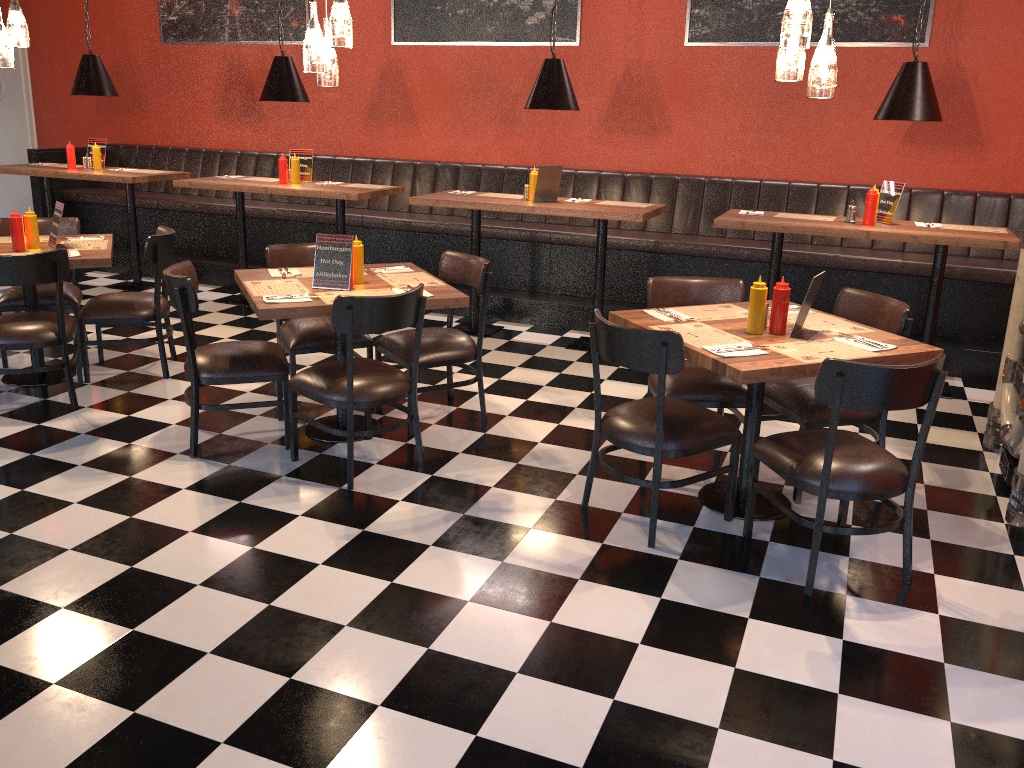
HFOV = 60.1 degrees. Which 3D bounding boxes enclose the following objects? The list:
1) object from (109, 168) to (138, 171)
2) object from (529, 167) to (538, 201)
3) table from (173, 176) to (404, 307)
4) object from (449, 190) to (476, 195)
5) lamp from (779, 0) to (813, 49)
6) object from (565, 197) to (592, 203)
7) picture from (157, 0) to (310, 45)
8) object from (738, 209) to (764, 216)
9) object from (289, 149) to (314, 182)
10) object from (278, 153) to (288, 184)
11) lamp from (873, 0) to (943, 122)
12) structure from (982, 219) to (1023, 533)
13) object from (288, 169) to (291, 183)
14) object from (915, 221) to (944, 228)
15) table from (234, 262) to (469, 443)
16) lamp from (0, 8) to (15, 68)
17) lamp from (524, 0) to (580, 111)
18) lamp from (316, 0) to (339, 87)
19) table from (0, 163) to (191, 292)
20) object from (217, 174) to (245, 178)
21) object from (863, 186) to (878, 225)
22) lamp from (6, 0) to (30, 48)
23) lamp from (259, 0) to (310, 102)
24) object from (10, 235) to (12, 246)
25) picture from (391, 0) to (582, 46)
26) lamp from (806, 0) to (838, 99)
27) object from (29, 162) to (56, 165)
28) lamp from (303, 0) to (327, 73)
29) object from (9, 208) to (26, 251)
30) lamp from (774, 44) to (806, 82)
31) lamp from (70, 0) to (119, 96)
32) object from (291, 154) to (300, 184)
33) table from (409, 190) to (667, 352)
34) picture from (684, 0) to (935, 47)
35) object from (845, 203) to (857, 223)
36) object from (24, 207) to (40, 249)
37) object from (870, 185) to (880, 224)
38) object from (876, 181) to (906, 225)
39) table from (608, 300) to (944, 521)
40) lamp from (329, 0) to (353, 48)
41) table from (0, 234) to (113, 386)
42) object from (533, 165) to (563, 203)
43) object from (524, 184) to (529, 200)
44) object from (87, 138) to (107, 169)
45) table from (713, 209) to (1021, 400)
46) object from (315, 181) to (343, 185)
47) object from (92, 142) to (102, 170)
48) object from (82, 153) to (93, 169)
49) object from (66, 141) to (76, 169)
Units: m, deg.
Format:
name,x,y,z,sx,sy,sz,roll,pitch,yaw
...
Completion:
name,x,y,z,sx,sy,sz,roll,pitch,yaw
object,-3.430,-1.888,7.786,0.158,0.019,0.257,7,18,17
object,0.155,-1.407,6.228,0.068,0.235,0.068,5,16,10
table,-1.784,-1.112,7.148,1.695,0.988,0.702,8,17,21
object,-0.382,-1.442,6.654,0.158,0.019,0.257,7,18,17
lamp,1.064,-2.169,2.997,0.109,1.943,0.109,-9,19,-35
object,0.471,-1.315,6.328,0.158,0.019,0.257,7,18,17
picture,-2.693,-3.740,8.471,1.773,0.929,0.023,8,17,21
object,1.584,-1.137,5.865,0.158,0.019,0.257,7,18,17
object,-1.706,-1.765,7.162,0.188,0.254,0.073,2,15,1
object,-1.795,-1.691,6.952,0.068,0.235,0.068,15,20,40
lamp,2.379,-2.539,4.999,0.382,2.021,0.385,-6,17,-26
structure,2.538,-0.357,3.893,0.501,1.748,1.307,8,17,21
object,-1.784,-1.671,7.058,0.094,0.134,0.047,5,16,11
object,2.584,-0.986,5.480,0.158,0.019,0.257,7,18,17
table,-0.839,-0.135,4.501,0.961,0.765,0.966,-5,18,-22
lamp,-2.716,-2.645,4.530,0.108,1.943,0.109,-6,17,-25
lamp,0.303,-2.851,5.798,0.382,2.021,0.385,-6,17,-26
lamp,-0.844,-2.344,3.942,0.109,1.943,0.109,12,18,32
table,-3.748,-1.407,7.903,1.695,0.988,0.702,8,17,21
object,-2.371,-1.737,7.406,0.158,0.019,0.257,7,18,17
object,2.196,-1.094,5.423,0.068,0.235,0.068,6,16,14
lamp,-2.684,-2.790,4.624,0.108,1.943,0.110,0,15,-6
lamp,-1.727,-3.156,6.579,0.382,2.021,0.385,-6,17,-26
object,-2.853,-0.850,5.093,0.047,0.134,0.095,-3,17,-18
picture,-0.246,-3.372,7.530,1.773,0.929,0.023,8,17,21
lamp,1.207,-2.030,3.134,0.108,1.943,0.110,3,15,3
object,-4.316,-2.023,8.136,0.158,0.019,0.257,7,18,17
lamp,-0.875,-2.366,3.812,0.108,1.943,0.110,3,15,3
object,-2.786,-0.869,4.987,0.068,0.235,0.068,9,17,26
lamp,1.090,-2.100,3.150,0.108,1.943,0.109,-6,17,-25
lamp,-3.521,-3.426,7.270,0.382,2.021,0.385,-6,17,-26
object,-1.702,-1.692,6.963,0.068,0.235,0.068,11,18,29
table,0.170,-0.818,6.396,1.695,0.988,0.702,8,17,21
picture,2.200,-3.004,6.588,1.773,0.929,0.023,8,17,21
object,2.117,-1.074,5.523,0.047,0.134,0.095,2,16,2
object,-2.749,-0.894,5.070,0.068,0.235,0.068,9,17,26
object,2.241,-1.118,5.503,0.068,0.235,0.068,6,16,14
object,2.340,-1.130,5.521,0.072,0.254,0.190,-3,17,-18
table,1.048,0.140,3.802,0.961,0.765,0.966,-5,18,-22
lamp,-0.745,-2.460,3.755,0.108,1.943,0.109,-4,16,-21
table,-2.844,-0.417,5.212,0.961,0.765,0.966,-5,18,-22
object,0.253,-1.395,6.170,0.188,0.254,0.073,-6,17,-26
object,0.127,-1.385,6.328,0.094,0.134,0.047,-2,16,-13
object,-3.713,-2.061,7.916,0.188,0.254,0.073,5,16,13
table,2.152,-0.520,5.633,1.695,0.988,0.702,8,17,21
object,-1.467,-1.609,7.082,0.158,0.019,0.257,7,18,17
object,-3.627,-1.991,7.735,0.068,0.235,0.068,1,15,-3
object,-3.735,-1.959,7.794,0.094,0.134,0.047,5,16,12
object,-3.850,-1.997,7.731,0.068,0.235,0.068,1,15,-3
